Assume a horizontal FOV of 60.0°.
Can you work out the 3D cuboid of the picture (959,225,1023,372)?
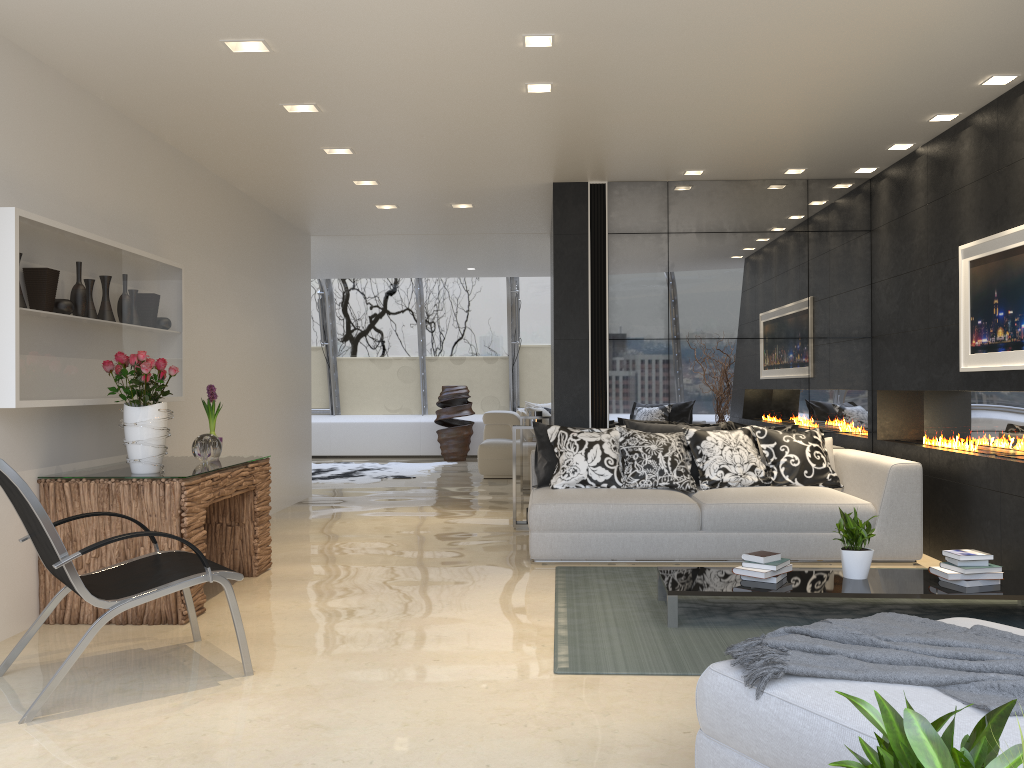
[{"bbox_3d":[2.845,-0.484,4.656,0.025,0.804,2.068,0,0,2],"label":"picture"}]

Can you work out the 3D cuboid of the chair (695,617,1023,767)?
[{"bbox_3d":[1.500,0.856,1.882,1.176,0.690,2.068,0,0,-27],"label":"chair"}]

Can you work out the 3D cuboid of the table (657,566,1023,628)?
[{"bbox_3d":[1.777,1.107,4.584,1.982,0.187,0.594,0,0,5],"label":"table"}]

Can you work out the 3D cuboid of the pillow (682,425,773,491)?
[{"bbox_3d":[1.636,0.555,6.675,0.598,0.470,0.390,0,0,-14],"label":"pillow"}]

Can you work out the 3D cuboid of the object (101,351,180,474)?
[{"bbox_3d":[-1.975,0.150,4.722,0.350,0.654,0.327,0,0,22],"label":"object"}]

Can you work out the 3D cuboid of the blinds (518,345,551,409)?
[{"bbox_3d":[0.762,-0.061,15.282,1.376,1.214,0.387,0,0,2],"label":"blinds"}]

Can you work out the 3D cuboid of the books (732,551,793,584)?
[{"bbox_3d":[1.308,0.954,4.632,0.223,0.126,0.307,0,0,40],"label":"books"}]

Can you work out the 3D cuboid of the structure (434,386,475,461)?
[{"bbox_3d":[-0.941,0.654,14.575,0.674,1.258,0.672,0,0,-21],"label":"structure"}]

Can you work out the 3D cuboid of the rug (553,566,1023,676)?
[{"bbox_3d":[1.688,1.201,4.715,2.923,0.012,2.194,0,0,3],"label":"rug"}]

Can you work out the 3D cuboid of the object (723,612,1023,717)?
[{"bbox_3d":[1.060,0.831,2.374,0.825,0.359,1.024,0,0,-29],"label":"object"}]

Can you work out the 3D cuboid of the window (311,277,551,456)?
[{"bbox_3d":[-3.046,-0.192,8.204,16.171,3.674,16.693,0,0,8],"label":"window"}]

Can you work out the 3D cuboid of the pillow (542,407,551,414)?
[{"bbox_3d":[0.711,0.577,13.745,0.599,0.483,0.405,0,0,-29],"label":"pillow"}]

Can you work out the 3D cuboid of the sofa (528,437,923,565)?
[{"bbox_3d":[1.439,0.821,6.590,2.625,0.798,1.334,0,0,2],"label":"sofa"}]

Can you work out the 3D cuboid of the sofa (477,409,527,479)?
[{"bbox_3d":[1.676,0.808,13.104,4.169,0.866,3.257,0,0,2],"label":"sofa"}]

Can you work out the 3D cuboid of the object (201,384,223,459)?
[{"bbox_3d":[-1.902,0.239,5.622,0.129,0.476,0.129,0,0,-38],"label":"object"}]

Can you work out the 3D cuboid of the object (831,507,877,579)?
[{"bbox_3d":[1.796,0.832,4.655,0.284,0.369,0.215,0,0,-20],"label":"object"}]

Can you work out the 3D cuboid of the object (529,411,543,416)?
[{"bbox_3d":[0.270,0.337,10.070,0.153,0.059,0.151,0,0,42],"label":"object"}]

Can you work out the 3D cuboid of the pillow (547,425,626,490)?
[{"bbox_3d":[0.567,0.555,6.645,0.607,0.483,0.368,0,0,1],"label":"pillow"}]

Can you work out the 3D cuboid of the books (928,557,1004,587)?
[{"bbox_3d":[2.311,0.949,4.523,0.307,0.126,0.223,0,0,-9],"label":"books"}]

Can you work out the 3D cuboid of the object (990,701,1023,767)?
[{"bbox_3d":[0.531,0.522,0.835,0.153,0.511,0.150,0,0,-29],"label":"object"}]

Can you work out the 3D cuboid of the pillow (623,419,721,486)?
[{"bbox_3d":[1.265,0.535,6.890,0.796,0.511,0.474,0,0,3],"label":"pillow"}]

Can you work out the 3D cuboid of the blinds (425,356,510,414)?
[{"bbox_3d":[-0.764,0.040,15.364,1.430,1.027,0.329,0,0,2],"label":"blinds"}]

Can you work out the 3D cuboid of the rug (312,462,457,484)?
[{"bbox_3d":[-2.262,1.253,12.673,2.705,0.008,3.220,0,0,2],"label":"rug"}]

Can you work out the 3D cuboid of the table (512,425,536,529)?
[{"bbox_3d":[0.184,0.792,7.571,0.350,0.872,0.202,0,0,2],"label":"table"}]

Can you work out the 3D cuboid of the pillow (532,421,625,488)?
[{"bbox_3d":[0.549,0.554,6.907,0.808,0.525,0.434,0,0,-2],"label":"pillow"}]

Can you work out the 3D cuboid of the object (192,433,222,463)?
[{"bbox_3d":[-1.842,0.388,5.353,0.175,0.179,0.174,0,0,35],"label":"object"}]

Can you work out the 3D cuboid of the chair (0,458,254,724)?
[{"bbox_3d":[-1.656,0.752,3.683,0.943,0.972,0.752,0,0,-38],"label":"chair"}]

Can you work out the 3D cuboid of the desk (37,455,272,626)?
[{"bbox_3d":[-2.006,0.855,5.213,0.793,0.762,1.436,0,0,2],"label":"desk"}]

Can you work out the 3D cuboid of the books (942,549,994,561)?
[{"bbox_3d":[2.327,0.873,4.530,0.185,0.027,0.154,0,0,-7],"label":"books"}]

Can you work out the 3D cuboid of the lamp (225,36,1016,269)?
[{"bbox_3d":[-1.134,-1.669,7.908,9.928,0.004,9.775,0,0,3],"label":"lamp"}]

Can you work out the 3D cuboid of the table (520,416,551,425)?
[{"bbox_3d":[0.273,0.801,10.069,0.350,0.872,0.202,0,0,2],"label":"table"}]

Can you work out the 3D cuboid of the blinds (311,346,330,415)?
[{"bbox_3d":[-3.841,-0.037,15.444,1.376,1.214,0.387,0,0,2],"label":"blinds"}]

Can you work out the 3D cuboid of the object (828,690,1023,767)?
[{"bbox_3d":[0.579,0.596,1.216,0.284,0.369,0.215,0,0,35],"label":"object"}]

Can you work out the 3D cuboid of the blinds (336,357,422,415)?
[{"bbox_3d":[-2.303,0.049,15.418,1.430,1.027,0.329,0,0,2],"label":"blinds"}]

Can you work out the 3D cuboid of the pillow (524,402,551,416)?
[{"bbox_3d":[1.355,0.532,13.729,3.322,0.530,1.656,0,0,-28],"label":"pillow"}]

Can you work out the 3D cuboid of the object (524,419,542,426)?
[{"bbox_3d":[0.182,0.328,7.573,0.153,0.059,0.151,0,0,-38],"label":"object"}]

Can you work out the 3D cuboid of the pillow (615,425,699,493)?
[{"bbox_3d":[1.081,0.565,6.604,0.623,0.505,0.393,0,0,-4],"label":"pillow"}]

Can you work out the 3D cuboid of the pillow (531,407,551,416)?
[{"bbox_3d":[0.493,0.564,13.122,0.394,0.471,0.604,0,0,18],"label":"pillow"}]

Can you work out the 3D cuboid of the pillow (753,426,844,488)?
[{"bbox_3d":[2.174,0.558,6.738,0.610,0.479,0.383,0,0,-11],"label":"pillow"}]
